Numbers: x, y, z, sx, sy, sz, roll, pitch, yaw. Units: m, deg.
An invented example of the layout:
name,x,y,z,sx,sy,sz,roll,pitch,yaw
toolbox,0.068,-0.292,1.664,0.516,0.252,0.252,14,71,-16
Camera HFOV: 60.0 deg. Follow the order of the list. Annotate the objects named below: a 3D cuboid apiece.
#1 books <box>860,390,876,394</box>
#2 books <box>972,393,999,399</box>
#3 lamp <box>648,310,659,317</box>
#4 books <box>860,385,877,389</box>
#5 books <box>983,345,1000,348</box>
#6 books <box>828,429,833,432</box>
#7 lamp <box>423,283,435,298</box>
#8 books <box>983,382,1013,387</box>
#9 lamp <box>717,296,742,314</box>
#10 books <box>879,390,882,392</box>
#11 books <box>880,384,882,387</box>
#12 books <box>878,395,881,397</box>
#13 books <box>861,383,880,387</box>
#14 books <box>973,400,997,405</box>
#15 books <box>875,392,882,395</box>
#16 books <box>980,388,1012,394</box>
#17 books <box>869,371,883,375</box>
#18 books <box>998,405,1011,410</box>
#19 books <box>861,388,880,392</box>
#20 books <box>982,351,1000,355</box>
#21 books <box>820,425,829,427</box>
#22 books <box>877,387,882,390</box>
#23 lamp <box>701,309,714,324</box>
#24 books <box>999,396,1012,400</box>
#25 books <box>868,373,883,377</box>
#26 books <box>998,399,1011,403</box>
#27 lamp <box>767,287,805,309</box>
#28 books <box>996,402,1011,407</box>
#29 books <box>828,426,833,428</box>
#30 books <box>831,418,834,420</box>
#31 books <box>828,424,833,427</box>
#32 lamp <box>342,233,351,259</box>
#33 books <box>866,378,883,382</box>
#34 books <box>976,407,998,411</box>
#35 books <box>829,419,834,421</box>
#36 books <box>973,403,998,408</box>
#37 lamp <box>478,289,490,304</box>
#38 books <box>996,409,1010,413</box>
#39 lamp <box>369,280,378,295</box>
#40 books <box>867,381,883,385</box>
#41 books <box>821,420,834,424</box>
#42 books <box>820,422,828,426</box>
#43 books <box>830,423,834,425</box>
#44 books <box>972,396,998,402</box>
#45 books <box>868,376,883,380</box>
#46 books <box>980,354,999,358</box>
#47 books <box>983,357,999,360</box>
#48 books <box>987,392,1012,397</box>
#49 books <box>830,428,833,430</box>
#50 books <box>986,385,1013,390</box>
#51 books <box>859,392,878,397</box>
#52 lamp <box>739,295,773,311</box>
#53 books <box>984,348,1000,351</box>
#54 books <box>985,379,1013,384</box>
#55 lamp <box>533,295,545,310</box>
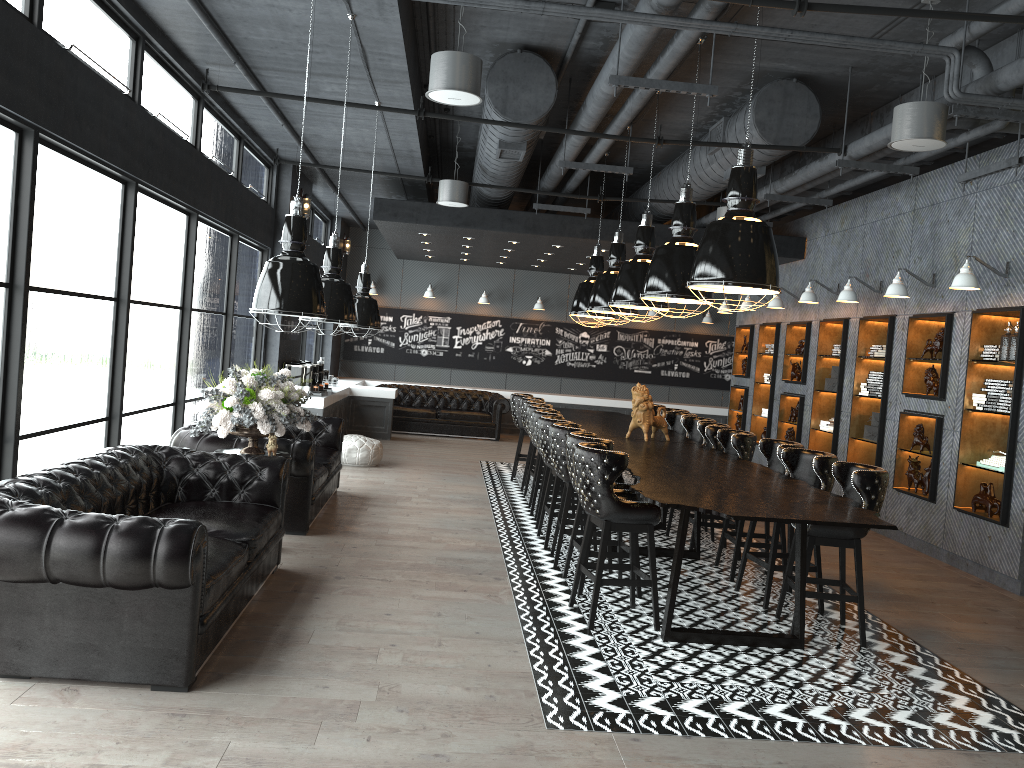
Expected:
name,x,y,z,sx,sy,sz,roll,pitch,yaw
books,4.118,0.098,10.060,0.245,0.028,0.193,4,2,-5
books,4.283,0.112,7.918,0.245,0.028,0.193,4,2,-6
lamp,2.861,-1.497,17.875,0.244,0.287,0.490,5,2,12
books,4.107,0.040,10.077,0.245,0.028,0.193,5,2,9
books,4.358,-0.327,7.898,0.193,0.028,0.245,5,2,-1
books,4.005,0.582,10.879,0.167,0.023,0.228,5,2,-4
lamp,-1.592,-1.850,17.551,0.244,0.287,0.490,5,2,12
books,4.327,0.007,7.807,0.193,0.028,0.245,4,2,-24
lamp,3.559,-1.274,14.249,0.490,0.287,0.244,5,2,12
books,4.216,0.088,9.797,0.193,0.028,0.245,4,2,-8
books,4.212,0.032,9.776,0.193,0.028,0.245,4,2,-9
books,4.182,0.142,9.789,0.193,0.028,0.245,5,2,0
books,4.129,0.012,10.097,0.245,0.028,0.193,5,2,3
books,4.288,0.169,7.921,0.245,0.028,0.193,5,2,-2
books,4.153,0.111,9.806,0.193,0.028,0.245,5,2,7
books,4.287,0.062,7.785,0.193,0.028,0.245,3,3,-28
books,4.183,-0.119,9.967,0.193,0.028,0.245,3,3,-29
books,4.326,0.212,7.619,0.193,0.028,0.245,5,2,9
books,4.134,0.069,10.110,0.245,0.028,0.193,5,2,2
books,4.344,-0.271,7.888,0.193,0.028,0.245,5,2,-2
books,4.027,0.537,11.184,0.166,0.024,0.227,3,3,-36
books,4.197,0.057,9.814,0.193,0.028,0.245,4,2,-14
lamp,3.972,-1.372,17.957,0.244,0.287,0.490,5,2,12
books,4.353,0.130,7.616,0.193,0.028,0.245,4,2,-5
books,4.167,-0.092,9.973,0.193,0.028,0.245,3,3,-43
books,4.349,0.157,7.638,0.193,0.028,0.245,5,2,2
lamp,3.714,-1.165,12.018,0.490,0.287,0.244,5,2,12
books,4.337,0.184,7.637,0.193,0.028,0.245,5,2,-2
books,4.015,0.540,10.887,0.202,0.022,0.228,5,2,-1
books,4.051,0.436,10.881,0.185,0.024,0.212,4,2,-10
books,4.011,0.520,10.884,0.205,0.019,0.264,4,2,-5
lamp,-3.148,-2.635,16.952,0.139,0.480,0.145,5,2,-4
books,4.145,-0.037,9.964,0.193,0.028,0.245,3,3,-32
books,4.301,0.227,7.914,0.245,0.028,0.193,5,2,11
books,4.027,0.456,10.875,0.197,0.020,0.206,5,2,-2
books,4.255,0.196,7.890,0.245,0.028,0.193,5,2,17
lamp,-0.521,-1.737,17.630,0.244,0.287,0.490,5,2,12
books,4.324,0.241,7.618,0.193,0.028,0.245,5,2,-3
lamp,-2.708,-1.903,17.471,0.244,0.287,0.490,5,2,12
books,4.152,-0.008,9.964,0.193,0.028,0.245,3,3,-35
books,4.036,0.488,11.168,0.225,0.029,0.179,4,2,-19
books,4.051,0.514,11.207,0.243,0.024,0.175,4,2,-5
books,4.023,0.499,10.889,0.197,0.023,0.248,5,2,12
books,4.281,0.140,7.919,0.245,0.028,0.193,4,2,-9
books,4.178,-0.064,9.987,0.193,0.028,0.245,3,3,-34
books,4.340,-0.244,7.919,0.193,0.028,0.245,5,2,0
books,4.350,-0.214,7.892,0.193,0.028,0.245,5,2,1
books,4.343,0.095,7.780,0.193,0.028,0.245,4,2,-21
books,4.013,0.562,10.886,0.158,0.021,0.224,5,2,5
books,4.332,0.037,7.778,0.193,0.028,0.245,3,3,-34
books,4.113,0.124,10.100,0.245,0.028,0.193,4,2,-11
lamp,3.635,-1.235,13.168,0.490,0.287,0.244,5,2,12
books,4.357,-0.298,7.878,0.193,0.028,0.245,5,2,-4
books,4.334,-0.020,7.807,0.193,0.028,0.245,3,3,-33
lamp,0.572,-1.623,17.710,0.244,0.287,0.490,5,2,12
